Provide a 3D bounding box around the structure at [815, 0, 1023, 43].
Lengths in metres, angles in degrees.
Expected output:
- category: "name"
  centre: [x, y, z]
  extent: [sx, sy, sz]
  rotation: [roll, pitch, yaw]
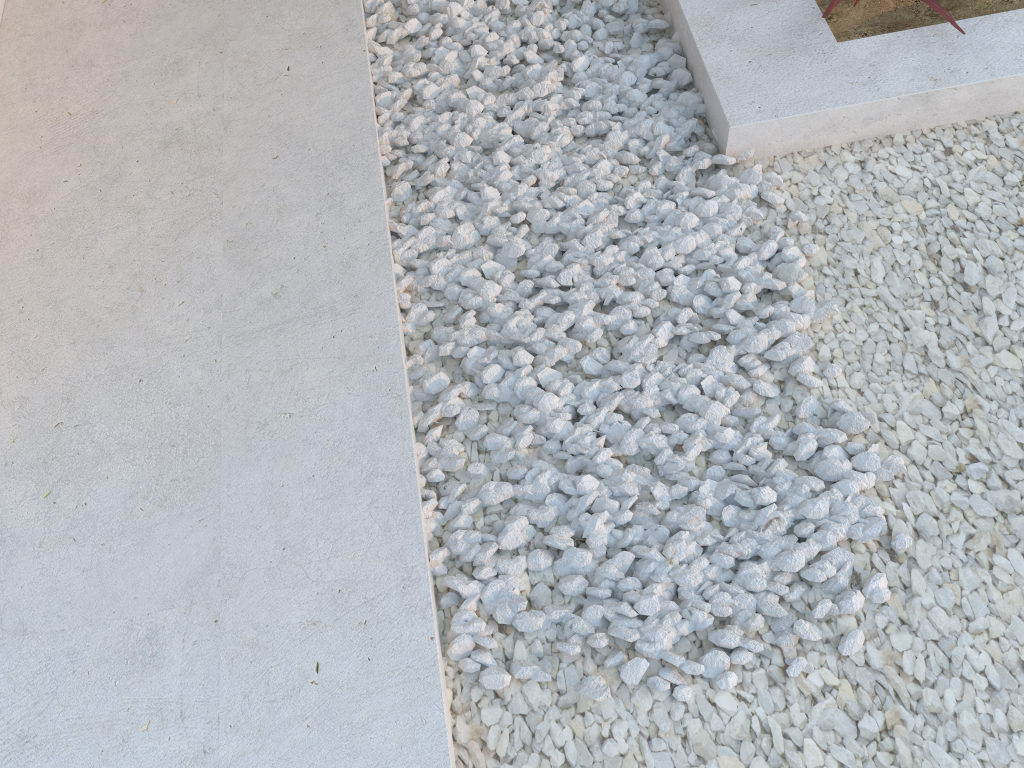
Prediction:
- category: "structure"
  centre: [1.188, -1.167, 2.238]
  extent: [1.203, 0.304, 0.716]
  rotation: [-10, 59, 0]
